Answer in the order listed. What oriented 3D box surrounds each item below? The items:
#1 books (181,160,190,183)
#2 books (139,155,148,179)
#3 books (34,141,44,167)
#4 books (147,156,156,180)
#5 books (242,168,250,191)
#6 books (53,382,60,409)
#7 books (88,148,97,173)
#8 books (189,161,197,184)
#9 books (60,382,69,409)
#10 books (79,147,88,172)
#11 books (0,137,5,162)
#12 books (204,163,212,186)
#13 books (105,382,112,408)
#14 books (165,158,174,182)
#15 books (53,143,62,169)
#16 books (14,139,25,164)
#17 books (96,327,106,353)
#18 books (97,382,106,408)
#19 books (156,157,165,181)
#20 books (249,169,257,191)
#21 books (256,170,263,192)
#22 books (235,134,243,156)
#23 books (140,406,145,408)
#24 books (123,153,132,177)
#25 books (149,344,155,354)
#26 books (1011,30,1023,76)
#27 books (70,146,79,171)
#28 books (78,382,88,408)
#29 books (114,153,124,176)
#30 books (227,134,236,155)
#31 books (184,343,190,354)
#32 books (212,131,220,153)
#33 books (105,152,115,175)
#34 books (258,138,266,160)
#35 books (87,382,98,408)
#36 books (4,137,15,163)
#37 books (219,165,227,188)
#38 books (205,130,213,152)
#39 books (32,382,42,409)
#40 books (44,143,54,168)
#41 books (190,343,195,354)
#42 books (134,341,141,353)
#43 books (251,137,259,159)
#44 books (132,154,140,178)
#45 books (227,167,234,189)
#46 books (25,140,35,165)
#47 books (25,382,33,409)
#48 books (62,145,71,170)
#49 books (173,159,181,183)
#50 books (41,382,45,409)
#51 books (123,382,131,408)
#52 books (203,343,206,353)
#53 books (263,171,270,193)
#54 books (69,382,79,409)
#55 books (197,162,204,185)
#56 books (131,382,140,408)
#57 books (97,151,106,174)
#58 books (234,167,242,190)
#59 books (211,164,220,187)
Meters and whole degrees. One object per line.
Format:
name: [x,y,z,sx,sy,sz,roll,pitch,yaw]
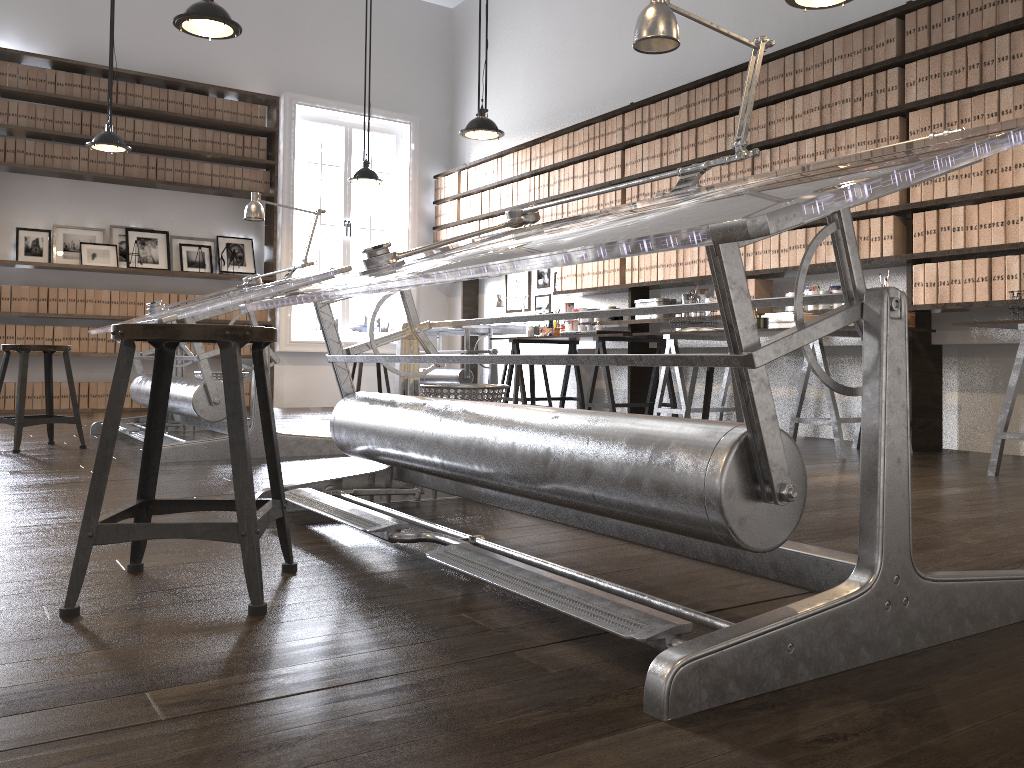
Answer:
books: [-3.039,-1.938,8.189,0.066,0.226,0.174,2,-1,-33]
books: [-3.342,-1.937,7.992,0.066,0.226,0.174,2,-1,-33]
books: [-4.033,-1.936,7.543,0.066,0.226,0.174,2,-1,-33]
books: [-3.277,-1.937,8.028,0.067,0.226,0.174,2,-1,-33]
books: [-2.573,-1.939,8.484,0.066,0.226,0.174,2,-1,-33]
books: [-3.913,0.098,7.577,0.066,0.226,0.174,2,-1,-33]
books: [-3.688,-1.936,7.766,0.066,0.226,0.174,2,-1,-33]
books: [-2.979,-1.938,8.221,0.067,0.226,0.174,2,-1,-33]
books: [-3.852,0.098,7.612,0.066,0.226,0.174,2,-1,-33]
books: [-3.745,-1.936,7.725,0.067,0.226,0.174,2,-1,-33]
books: [-4.277,-1.935,7.385,0.066,0.226,0.174,2,-1,-33]
books: [-2.872,-1.938,8.294,0.066,0.226,0.174,2,-1,-33]
books: [-3.558,0.098,7.800,0.067,0.226,0.174,2,-1,-33]
books: [-3.155,-1.938,8.108,0.066,0.226,0.174,2,-1,-33]
books: [-3.914,-1.936,7.614,0.067,0.226,0.174,2,-1,-33]
books: [-4.152,-1.935,7.467,0.066,0.226,0.174,2,-1,-33]
books: [-3.615,-0.385,7.776,0.066,0.226,0.174,2,-1,-33]
books: [-3.613,0.098,7.769,0.066,0.226,0.174,2,-1,-33]
books: [-3.217,-1.937,8.074,0.066,0.226,0.174,2,-1,-33]
books: [-2.517,-1.939,8.520,0.067,0.226,0.174,2,-1,-33]
books: [-2.466,-1.939,8.558,0.066,0.226,0.174,2,-1,-33]
books: [-2.630,-2.251,8.461,0.066,0.226,0.174,2,-1,-33]
books: [-3.315,0.097,7.962,0.066,0.226,0.174,2,-1,-33]
books: [-3.447,-1.937,7.916,0.067,0.226,0.174,2,-1,-33]
books: [-3.259,-0.386,8.013,0.066,0.226,0.174,2,-1,-33]
books: [2.542,-1.613,4.371,0.174,0.226,0.066,1,-1,-33]
books: [-3.807,-1.936,7.687,0.066,0.226,0.174,2,-1,-33]
books: [-3.729,0.098,7.691,0.067,0.226,0.174,2,-1,-33]
books: [-3.507,-1.937,7.877,0.066,0.226,0.174,2,-1,-33]
books: [-2.687,-2.251,8.419,0.066,0.226,0.174,2,-1,-33]
books: [-3.020,-0.386,8.160,0.066,0.226,0.174,2,-1,-33]
books: [-2.809,-2.251,8.345,0.066,0.226,0.174,2,-1,-33]
books: [-3.570,-1.937,7.841,0.066,0.226,0.174,2,-1,-33]
books: [-2.441,-2.251,8.582,0.066,0.226,0.174,2,-1,-33]
books: [-3.670,0.098,7.736,0.066,0.226,0.174,2,-1,-33]
books: [-4.212,-1.935,7.421,0.067,0.226,0.174,2,-1,-33]
books: [-2.753,-1.938,8.373,0.066,0.226,0.174,2,-1,-33]
books: [-2.862,-2.250,8.303,0.067,0.226,0.174,2,-1,-33]
books: [-4.026,0.099,7.497,0.067,0.226,0.174,2,-1,-33]
books: [-3.973,-1.936,7.582,0.066,0.226,0.174,2,-1,-33]
books: [-2.961,-0.386,8.202,0.066,0.226,0.174,2,-1,-33]
books: [-3.374,-0.385,7.930,0.066,0.226,0.174,2,-1,-33]
books: [-2.505,-2.251,8.543,0.066,0.226,0.174,2,-1,-33]
books: [-3.396,-1.937,7.955,0.066,0.226,0.174,2,-1,-33]
books: [-2.696,-1.939,8.413,0.066,0.226,0.174,2,-1,-33]
books: [-4.090,-1.935,7.501,0.066,0.226,0.174,2,-1,-33]
books: [-4.085,0.099,7.464,0.066,0.226,0.174,2,-1,-33]
books: [-3.860,-1.936,7.654,0.066,0.226,0.174,2,-1,-33]
books: [-3.098,-1.938,8.150,0.066,0.226,0.174,2,-1,-33]
books: [-3.973,0.099,7.538,0.066,0.226,0.174,2,-1,-33]
books: [-3.438,0.097,7.882,0.066,0.226,0.174,2,-1,-33]
books: [-2.905,-0.386,8.243,0.066,0.226,0.174,2,-1,-33]
books: [-2.408,-1.939,8.597,0.066,0.226,0.174,2,-1,-33]
books: [-3.795,0.098,7.655,0.066,0.226,0.174,2,-1,-33]
books: [-2.925,-1.938,8.261,0.066,0.226,0.174,2,-1,-33]
books: [-3.375,0.097,7.921,0.067,0.226,0.174,2,-1,-33]
books: [-3.630,-1.937,7.806,0.066,0.226,0.174,2,-1,-33]
books: [-2.635,-1.939,8.448,0.066,0.226,0.174,2,-1,-33]
books: [-2.810,-1.938,8.332,0.067,0.226,0.174,2,-1,-33]
